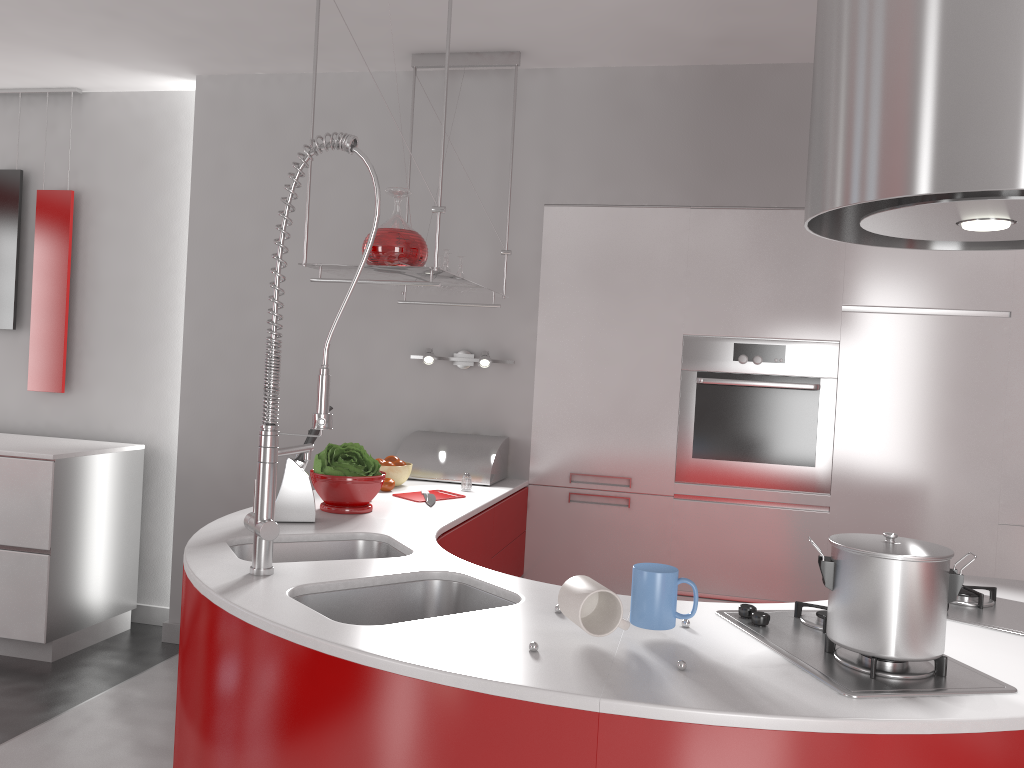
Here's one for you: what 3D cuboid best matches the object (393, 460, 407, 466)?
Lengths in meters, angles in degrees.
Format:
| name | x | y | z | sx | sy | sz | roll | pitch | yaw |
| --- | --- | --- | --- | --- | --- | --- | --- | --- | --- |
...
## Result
| name | x | y | z | sx | sy | sz | roll | pitch | yaw |
| --- | --- | --- | --- | --- | --- | --- | --- | --- | --- |
| object | -0.425 | 0.309 | 3.318 | 0.062 | 0.049 | 0.066 | 3 | 1 | 9 |

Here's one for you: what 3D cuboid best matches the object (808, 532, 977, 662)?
| name | x | y | z | sx | sy | sz | roll | pitch | yaw |
| --- | --- | --- | --- | --- | --- | --- | --- | --- | --- |
| object | 0.614 | 0.336 | 1.452 | 0.218 | 0.185 | 0.189 | 3 | 1 | -25 |

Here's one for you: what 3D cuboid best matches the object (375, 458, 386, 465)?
| name | x | y | z | sx | sy | sz | roll | pitch | yaw |
| --- | --- | --- | --- | --- | --- | --- | --- | --- | --- |
| object | -0.487 | 0.305 | 3.318 | 0.062 | 0.052 | 0.065 | 3 | 1 | -3 |

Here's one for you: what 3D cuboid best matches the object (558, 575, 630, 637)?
| name | x | y | z | sx | sy | sz | roll | pitch | yaw |
| --- | --- | --- | --- | --- | --- | --- | --- | --- | --- |
| object | 0.147 | 0.377 | 1.514 | 0.109 | 0.080 | 0.100 | 3 | 1 | -18 |

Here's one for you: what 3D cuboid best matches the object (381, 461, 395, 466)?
| name | x | y | z | sx | sy | sz | roll | pitch | yaw |
| --- | --- | --- | --- | --- | --- | --- | --- | --- | --- |
| object | -0.458 | 0.308 | 3.259 | 0.062 | 0.049 | 0.066 | 3 | 1 | 20 |

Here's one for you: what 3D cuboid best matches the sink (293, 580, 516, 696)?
| name | x | y | z | sx | sy | sz | roll | pitch | yaw |
| --- | --- | --- | --- | --- | --- | --- | --- | --- | --- |
| sink | -0.214 | 0.521 | 1.751 | 0.428 | 0.172 | 0.326 | 3 | 1 | -38 |

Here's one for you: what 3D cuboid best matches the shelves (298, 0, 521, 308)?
| name | x | y | z | sx | sy | sz | roll | pitch | yaw |
| --- | --- | --- | --- | --- | --- | --- | --- | --- | --- |
| shelves | -0.311 | -0.822 | 3.143 | 0.462 | 1.023 | 0.934 | 3 | 1 | 13 |

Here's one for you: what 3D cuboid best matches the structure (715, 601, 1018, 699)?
| name | x | y | z | sx | sy | sz | roll | pitch | yaw |
| --- | --- | --- | --- | --- | --- | --- | --- | --- | --- |
| structure | 0.590 | 0.444 | 1.551 | 0.303 | 0.037 | 0.457 | 3 | 1 | -12 |

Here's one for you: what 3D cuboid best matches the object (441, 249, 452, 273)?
| name | x | y | z | sx | sy | sz | roll | pitch | yaw |
| --- | --- | --- | --- | --- | --- | --- | --- | --- | --- |
| object | -0.250 | -0.431 | 3.316 | 0.060 | 0.141 | 0.060 | 3 | 1 | 13 |

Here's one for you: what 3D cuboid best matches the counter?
| name | x | y | z | sx | sy | sz | roll | pitch | yaw |
| --- | --- | --- | --- | --- | --- | --- | --- | --- | --- |
| counter | 0.008 | 0.858 | 2.406 | 1.868 | 0.880 | 2.865 | 2 | 1 | -44 |

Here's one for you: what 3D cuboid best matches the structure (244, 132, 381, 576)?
| name | x | y | z | sx | sy | sz | roll | pitch | yaw |
| --- | --- | --- | --- | --- | --- | --- | --- | --- | --- |
| structure | -0.440 | -0.061 | 1.878 | 0.178 | 0.920 | 0.308 | 3 | 1 | -34 |

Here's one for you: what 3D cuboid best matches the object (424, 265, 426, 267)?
| name | x | y | z | sx | sy | sz | roll | pitch | yaw |
| --- | --- | --- | --- | --- | --- | --- | --- | --- | --- |
| object | -0.336 | -0.436 | 3.339 | 0.060 | 0.141 | 0.060 | 3 | 1 | 13 |

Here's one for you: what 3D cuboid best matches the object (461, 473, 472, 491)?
| name | x | y | z | sx | sy | sz | roll | pitch | yaw |
| --- | --- | --- | --- | --- | --- | --- | --- | --- | --- |
| object | -0.168 | 0.362 | 3.291 | 0.042 | 0.066 | 0.043 | 4 | 1 | 26 |

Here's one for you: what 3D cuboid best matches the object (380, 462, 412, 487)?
| name | x | y | z | sx | sy | sz | roll | pitch | yaw |
| --- | --- | --- | --- | --- | --- | --- | --- | --- | --- |
| object | -0.474 | 0.337 | 3.304 | 0.201 | 0.086 | 0.201 | 3 | 1 | 14 |

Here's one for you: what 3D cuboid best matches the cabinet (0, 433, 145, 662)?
| name | x | y | z | sx | sy | sz | roll | pitch | yaw |
| --- | --- | --- | --- | --- | --- | --- | --- | --- | --- |
| cabinet | -2.736 | 0.680 | 4.170 | 1.802 | 0.880 | 0.610 | 3 | 1 | 13 |

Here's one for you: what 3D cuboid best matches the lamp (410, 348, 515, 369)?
| name | x | y | z | sx | sy | sz | roll | pitch | yaw |
| --- | --- | --- | --- | --- | --- | --- | --- | --- | --- |
| lamp | -0.219 | -0.103 | 3.699 | 0.454 | 0.081 | 0.155 | 3 | 1 | 13 |

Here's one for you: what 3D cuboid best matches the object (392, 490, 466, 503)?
| name | x | y | z | sx | sy | sz | roll | pitch | yaw |
| --- | --- | --- | --- | --- | --- | --- | --- | --- | --- |
| object | -0.287 | 0.389 | 3.083 | 0.168 | 0.006 | 0.266 | 4 | 1 | 39 |

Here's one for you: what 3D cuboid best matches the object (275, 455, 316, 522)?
| name | x | y | z | sx | sy | sz | roll | pitch | yaw |
| --- | --- | --- | --- | --- | --- | --- | --- | --- | --- |
| object | -0.616 | 0.290 | 2.481 | 0.137 | 0.178 | 0.091 | 3 | 1 | -14 |

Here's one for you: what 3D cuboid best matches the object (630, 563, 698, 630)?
| name | x | y | z | sx | sy | sz | roll | pitch | yaw |
| --- | --- | --- | --- | --- | --- | --- | --- | --- | --- |
| object | 0.265 | 0.374 | 1.568 | 0.109 | 0.100 | 0.080 | 3 | 1 | -14 |

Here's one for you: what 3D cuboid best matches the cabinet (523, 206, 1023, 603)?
| name | x | y | z | sx | sy | sz | roll | pitch | yaw |
| --- | --- | --- | --- | --- | --- | --- | --- | --- | --- |
| cabinet | 1.312 | 0.337 | 3.748 | 2.398 | 2.026 | 0.614 | 3 | 1 | 13 |

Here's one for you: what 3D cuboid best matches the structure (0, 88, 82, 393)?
| name | x | y | z | sx | sy | sz | roll | pitch | yaw |
| --- | --- | --- | --- | --- | --- | --- | --- | --- | --- |
| structure | -2.569 | -0.729 | 4.465 | 0.820 | 1.503 | 0.040 | 3 | 1 | 13 |

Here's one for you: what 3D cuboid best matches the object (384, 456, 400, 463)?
| name | x | y | z | sx | sy | sz | roll | pitch | yaw |
| --- | --- | --- | --- | --- | --- | --- | --- | --- | --- |
| object | -0.457 | 0.302 | 3.370 | 0.066 | 0.058 | 0.055 | 3 | 1 | -2 |

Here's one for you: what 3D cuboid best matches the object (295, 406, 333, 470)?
| name | x | y | z | sx | sy | sz | roll | pitch | yaw |
| --- | --- | --- | --- | --- | --- | --- | --- | --- | --- |
| object | -0.585 | 0.216 | 2.486 | 0.150 | 0.322 | 0.014 | 3 | 1 | -16 |

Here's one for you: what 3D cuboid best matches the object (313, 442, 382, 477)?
| name | x | y | z | sx | sy | sz | roll | pitch | yaw |
| --- | --- | --- | --- | --- | --- | --- | --- | --- | --- |
| object | -0.501 | 0.273 | 2.692 | 0.193 | 0.182 | 0.198 | 3 | 1 | 18 |

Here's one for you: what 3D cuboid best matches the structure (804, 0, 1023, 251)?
| name | x | y | z | sx | sy | sz | roll | pitch | yaw |
| --- | --- | --- | --- | --- | --- | --- | --- | --- | --- |
| structure | 0.909 | -0.767 | 1.646 | 0.644 | 0.958 | 0.644 | 3 | 1 | -21 |

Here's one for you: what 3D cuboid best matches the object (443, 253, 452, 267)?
| name | x | y | z | sx | sy | sz | roll | pitch | yaw |
| --- | --- | --- | --- | --- | --- | --- | --- | --- | --- |
| object | -0.253 | -0.432 | 3.416 | 0.060 | 0.141 | 0.060 | 3 | 1 | 13 |

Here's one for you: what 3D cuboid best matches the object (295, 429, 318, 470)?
| name | x | y | z | sx | sy | sz | roll | pitch | yaw |
| --- | --- | --- | --- | --- | --- | --- | --- | --- | --- |
| object | -0.588 | 0.232 | 2.457 | 0.130 | 0.279 | 0.012 | 3 | 1 | -16 |

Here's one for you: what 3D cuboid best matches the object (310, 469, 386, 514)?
| name | x | y | z | sx | sy | sz | roll | pitch | yaw |
| --- | --- | --- | --- | --- | --- | --- | --- | --- | --- |
| object | -0.502 | 0.326 | 2.703 | 0.228 | 0.118 | 0.229 | 3 | 1 | -16 |

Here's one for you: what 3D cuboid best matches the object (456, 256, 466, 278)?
| name | x | y | z | sx | sy | sz | roll | pitch | yaw |
| --- | --- | --- | --- | --- | --- | --- | --- | --- | --- |
| object | -0.204 | -0.431 | 3.492 | 0.060 | 0.141 | 0.060 | 3 | 1 | 13 |

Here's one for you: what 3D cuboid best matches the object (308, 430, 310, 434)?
| name | x | y | z | sx | sy | sz | roll | pitch | yaw |
| --- | --- | --- | --- | --- | --- | --- | --- | --- | --- |
| object | -0.601 | 0.228 | 2.510 | 0.091 | 0.197 | 0.009 | 3 | 1 | -16 |

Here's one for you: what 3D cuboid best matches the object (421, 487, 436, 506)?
| name | x | y | z | sx | sy | sz | roll | pitch | yaw |
| --- | --- | --- | --- | --- | --- | --- | --- | --- | --- |
| object | -0.281 | 0.383 | 3.026 | 0.041 | 0.008 | 0.375 | 3 | 1 | -11 |

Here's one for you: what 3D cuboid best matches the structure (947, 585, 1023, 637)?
| name | x | y | z | sx | sy | sz | roll | pitch | yaw |
| --- | --- | --- | --- | --- | --- | --- | --- | --- | --- |
| structure | 1.048 | 0.465 | 1.826 | 0.457 | 0.037 | 0.303 | 4 | 1 | 43 |

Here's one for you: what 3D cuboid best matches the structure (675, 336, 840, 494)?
| name | x | y | z | sx | sy | sz | roll | pitch | yaw |
| --- | --- | --- | --- | --- | --- | --- | --- | --- | --- |
| structure | 0.963 | 0.117 | 3.502 | 0.599 | 0.589 | 0.050 | 3 | 1 | 13 |

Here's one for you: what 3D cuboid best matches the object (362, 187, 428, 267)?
| name | x | y | z | sx | sy | sz | roll | pitch | yaw |
| --- | --- | --- | --- | --- | --- | --- | --- | --- | --- |
| object | -0.373 | -0.493 | 2.862 | 0.213 | 0.266 | 0.213 | 4 | 1 | 41 |

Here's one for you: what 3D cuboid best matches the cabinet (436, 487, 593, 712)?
| name | x | y | z | sx | sy | sz | roll | pitch | yaw |
| --- | --- | --- | --- | --- | --- | --- | --- | --- | --- |
| cabinet | 0.109 | 0.828 | 2.660 | 1.025 | 0.761 | 1.875 | 3 | 1 | -32 |

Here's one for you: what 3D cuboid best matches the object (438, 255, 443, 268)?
| name | x | y | z | sx | sy | sz | roll | pitch | yaw |
| --- | --- | --- | --- | --- | --- | --- | --- | --- | --- |
| object | -0.289 | -0.436 | 3.500 | 0.060 | 0.141 | 0.060 | 3 | 1 | 13 |

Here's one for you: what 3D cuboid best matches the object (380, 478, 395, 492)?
| name | x | y | z | sx | sy | sz | roll | pitch | yaw |
| --- | --- | --- | --- | --- | --- | --- | --- | --- | --- |
| object | -0.449 | 0.360 | 3.158 | 0.063 | 0.047 | 0.065 | 3 | 1 | 12 |

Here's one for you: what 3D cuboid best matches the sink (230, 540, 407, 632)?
| name | x | y | z | sx | sy | sz | roll | pitch | yaw |
| --- | --- | --- | --- | --- | --- | --- | --- | --- | --- |
| sink | -0.475 | 0.500 | 2.162 | 0.428 | 0.172 | 0.326 | 3 | 1 | -26 |

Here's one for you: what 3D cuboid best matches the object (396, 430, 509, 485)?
| name | x | y | z | sx | sy | sz | roll | pitch | yaw |
| --- | --- | --- | --- | --- | --- | --- | --- | --- | --- |
| object | -0.244 | 0.296 | 3.618 | 0.400 | 0.170 | 0.300 | 3 | 1 | 13 |
